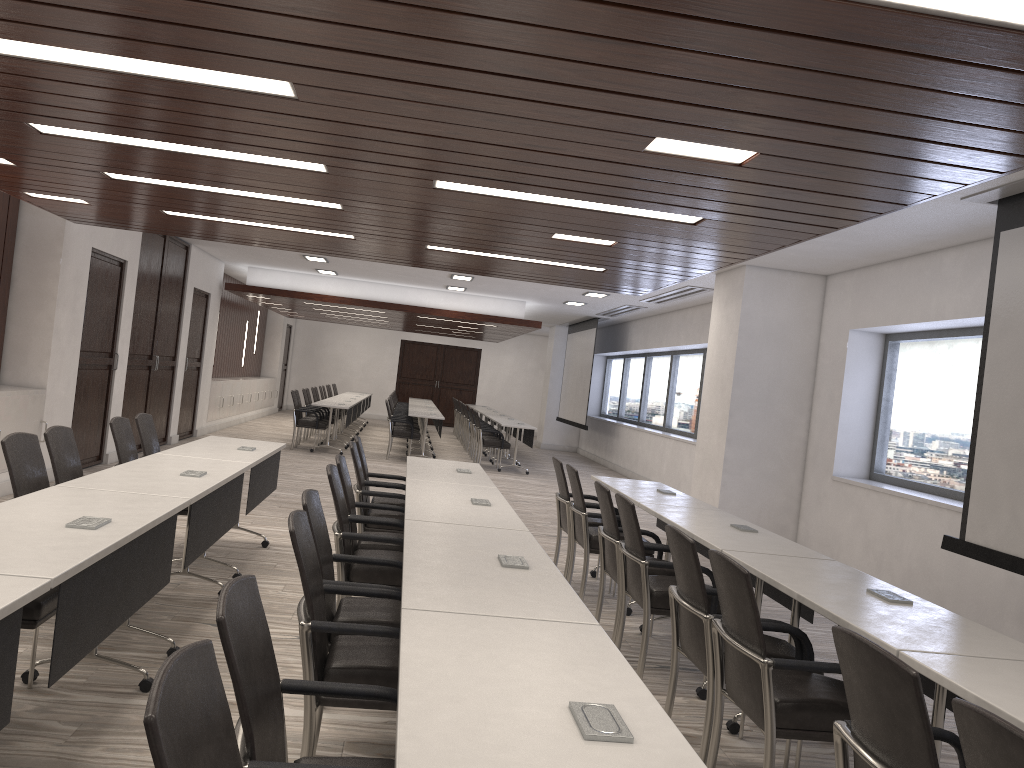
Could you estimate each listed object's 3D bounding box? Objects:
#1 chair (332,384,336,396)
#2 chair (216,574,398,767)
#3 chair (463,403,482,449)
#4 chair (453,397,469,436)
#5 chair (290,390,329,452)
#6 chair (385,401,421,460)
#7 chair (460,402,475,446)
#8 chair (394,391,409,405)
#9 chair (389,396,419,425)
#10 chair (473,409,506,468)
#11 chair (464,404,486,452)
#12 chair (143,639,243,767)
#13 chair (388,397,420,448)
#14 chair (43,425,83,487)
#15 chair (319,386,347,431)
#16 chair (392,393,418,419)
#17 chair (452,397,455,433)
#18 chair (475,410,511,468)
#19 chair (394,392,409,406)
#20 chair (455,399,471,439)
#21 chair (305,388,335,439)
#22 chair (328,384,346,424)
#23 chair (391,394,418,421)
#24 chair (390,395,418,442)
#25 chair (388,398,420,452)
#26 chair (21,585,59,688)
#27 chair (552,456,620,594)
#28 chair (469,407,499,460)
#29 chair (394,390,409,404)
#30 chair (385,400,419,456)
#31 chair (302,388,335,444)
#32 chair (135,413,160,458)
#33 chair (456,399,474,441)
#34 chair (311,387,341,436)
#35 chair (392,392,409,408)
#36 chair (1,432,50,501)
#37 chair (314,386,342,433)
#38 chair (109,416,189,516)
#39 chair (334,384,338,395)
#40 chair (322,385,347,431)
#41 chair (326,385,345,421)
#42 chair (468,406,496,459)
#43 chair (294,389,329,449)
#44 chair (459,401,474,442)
[{"bbox_3d":[-4.180,0.496,21.923,0.638,0.939,0.513,7,0,-7],"label":"chair"},{"bbox_3d":[-0.375,0.942,2.000,0.638,0.939,0.513,7,0,-7],"label":"chair"},{"bbox_3d":[-0.752,0.892,18.256,0.638,0.939,0.513,7,0,-6],"label":"chair"},{"bbox_3d":[-1.216,0.837,22.270,0.638,0.939,0.513,7,0,-6],"label":"chair"},{"bbox_3d":[-3.306,0.600,14.367,0.638,0.939,0.513,7,0,-6],"label":"chair"},{"bbox_3d":[-1.813,0.772,14.542,0.638,0.939,0.513,7,0,-7],"label":"chair"},{"bbox_3d":[-0.857,0.880,19.245,0.638,0.939,0.513,7,0,-7],"label":"chair"},{"bbox_3d":[-2.676,0.669,22.105,0.638,0.939,0.513,7,0,-6],"label":"chair"},{"bbox_3d":[-2.167,0.730,17.566,0.638,0.939,0.513,7,0,-6],"label":"chair"},{"bbox_3d":[-0.407,0.933,15.236,0.638,0.939,0.513,7,0,-7],"label":"chair"},{"bbox_3d":[-0.694,0.899,17.734,0.638,0.939,0.513,7,0,-6],"label":"chair"},{"bbox_3d":[-0.307,0.950,1.484,0.638,0.939,0.513,7,0,-7],"label":"chair"},{"bbox_3d":[-2.043,0.744,16.572,0.638,0.939,0.513,7,0,-7],"label":"chair"},{"bbox_3d":[-2.227,0.728,4.847,0.638,0.939,0.513,7,0,-7],"label":"chair"},{"bbox_3d":[-3.845,0.536,18.899,0.638,0.939,0.513,7,0,-6],"label":"chair"},{"bbox_3d":[-2.395,0.702,19.601,0.638,0.939,0.513,7,0,-7],"label":"chair"},{"bbox_3d":[-1.267,0.831,22.789,0.638,0.939,0.513,7,0,-6],"label":"chair"},{"bbox_3d":[-0.348,0.940,14.716,0.638,0.939,0.513,7,0,-6],"label":"chair"},{"bbox_3d":[-2.565,0.682,21.111,0.638,0.939,0.513,7,0,-6],"label":"chair"},{"bbox_3d":[-1.100,0.851,21.288,0.638,0.939,0.513,7,0,-6],"label":"chair"},{"bbox_3d":[-3.547,0.571,16.411,0.638,0.939,0.513,7,0,-6],"label":"chair"},{"bbox_3d":[-4.075,0.508,20.934,0.638,0.939,0.513,7,0,-6],"label":"chair"},{"bbox_3d":[-2.345,0.708,19.080,0.638,0.939,0.513,7,0,-7],"label":"chair"},{"bbox_3d":[-2.229,0.722,18.079,0.638,0.939,0.513,7,0,-6],"label":"chair"},{"bbox_3d":[-1.985,0.751,16.055,0.638,0.939,0.513,7,0,-8],"label":"chair"},{"bbox_3d":[-2.041,0.750,3.343,0.638,0.939,0.513,7,0,-7],"label":"chair"},{"bbox_3d":[0.574,1.050,6.710,0.638,0.939,0.513,7,0,-6],"label":"chair"},{"bbox_3d":[-0.523,0.919,16.231,0.638,0.939,0.513,7,0,-6],"label":"chair"},{"bbox_3d":[-2.751,0.660,22.618,0.638,0.939,0.513,7,0,-7],"label":"chair"},{"bbox_3d":[-1.886,0.763,15.070,0.638,0.939,0.513,7,0,-7],"label":"chair"},{"bbox_3d":[-3.487,0.578,15.881,0.638,0.939,0.513,7,0,-7],"label":"chair"},{"bbox_3d":[-2.398,0.707,6.369,0.638,0.939,0.513,7,0,-7],"label":"chair"},{"bbox_3d":[-1.041,0.858,20.758,0.638,0.939,0.513,7,0,-7],"label":"chair"},{"bbox_3d":[-3.668,0.557,17.382,0.638,0.939,0.513,7,0,-6],"label":"chair"},{"bbox_3d":[-2.513,0.688,20.594,0.638,0.939,0.513,7,0,-7],"label":"chair"},{"bbox_3d":[-2.153,0.736,4.332,0.638,0.939,0.513,7,0,-6],"label":"chair"},{"bbox_3d":[-3.721,0.550,17.898,0.638,0.939,0.513,7,0,-6],"label":"chair"},{"bbox_3d":[-2.336,0.715,5.843,0.638,0.939,0.513,7,0,-7],"label":"chair"},{"bbox_3d":[-4.243,0.488,22.443,0.638,0.939,0.513,7,0,-6],"label":"chair"},{"bbox_3d":[-3.889,0.530,19.422,0.638,0.939,0.513,7,0,-7],"label":"chair"},{"bbox_3d":[-4.014,0.516,20.412,0.638,0.939,0.513,7,0,-7],"label":"chair"},{"bbox_3d":[-0.565,0.914,16.752,0.638,0.939,0.513,7,0,-8],"label":"chair"},{"bbox_3d":[-3.374,0.592,14.885,0.638,0.939,0.513,7,0,-7],"label":"chair"},{"bbox_3d":[-0.910,0.873,19.768,0.638,0.939,0.513,7,0,-8],"label":"chair"}]
